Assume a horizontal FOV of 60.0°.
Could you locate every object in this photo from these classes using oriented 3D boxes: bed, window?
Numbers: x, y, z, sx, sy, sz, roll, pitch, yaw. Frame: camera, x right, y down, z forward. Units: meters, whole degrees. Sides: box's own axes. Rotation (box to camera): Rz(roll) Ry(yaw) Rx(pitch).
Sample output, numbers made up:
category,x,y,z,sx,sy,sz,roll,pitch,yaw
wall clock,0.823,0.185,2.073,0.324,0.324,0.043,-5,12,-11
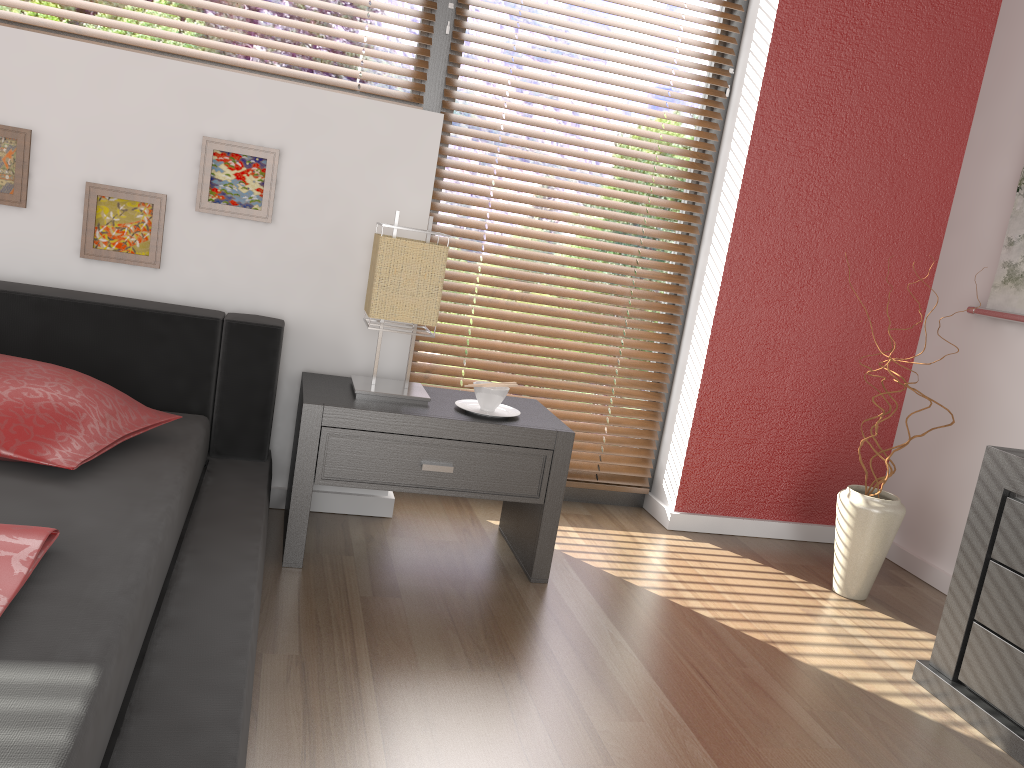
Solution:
category,x,y,z,sx,sy,sz,roll,pitch,yaw
bed,-1.571,0.190,1.069,2.469,0.577,2.413,7,10,-15
window,-1.587,-1.440,2.398,2.817,0.786,0.020,7,10,-15
window,0.194,-0.683,2.989,0.889,1.893,0.020,7,10,-15

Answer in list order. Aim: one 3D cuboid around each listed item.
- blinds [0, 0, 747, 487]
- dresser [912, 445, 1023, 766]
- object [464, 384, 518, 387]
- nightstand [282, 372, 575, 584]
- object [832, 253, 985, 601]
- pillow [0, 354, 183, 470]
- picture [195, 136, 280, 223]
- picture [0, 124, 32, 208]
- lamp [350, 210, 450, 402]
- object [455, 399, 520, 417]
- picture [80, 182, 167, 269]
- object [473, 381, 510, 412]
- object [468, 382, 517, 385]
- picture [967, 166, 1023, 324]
category,x,y,z,sx,sy,sz,roll,pitch,yaw
blinds,-1.669,-0.864,2.429,4.840,1.952,0.032,7,10,-15
dresser,1.493,0.638,1.375,0.540,0.608,1.740,7,10,-15
object,-0.055,0.004,2.371,0.192,0.007,0.007,0,14,-45
nightstand,-0.248,0.253,2.452,0.700,0.423,0.413,7,10,-15
object,1.063,0.131,2.617,0.422,1.035,0.364,2,13,-39
pillow,-1.152,0.027,1.891,0.745,0.172,0.418,10,10,4
picture,-0.748,-0.555,2.417,0.200,0.200,0.010,7,10,-15
picture,-1.347,-0.568,2.270,0.200,0.200,0.010,7,10,-15
lamp,-0.296,-0.217,2.383,0.200,0.480,0.200,7,10,-15
object,-0.066,0.070,2.399,0.179,0.012,0.179,11,10,10
picture,-1.040,-0.423,2.375,0.200,0.200,0.010,7,10,-15
object,-0.061,0.038,2.394,0.099,0.069,0.099,11,10,10
object,-0.052,0.000,2.394,0.007,0.007,0.192,17,12,39
picture,1.680,-0.775,2.462,0.028,1.270,0.701,7,10,-15
